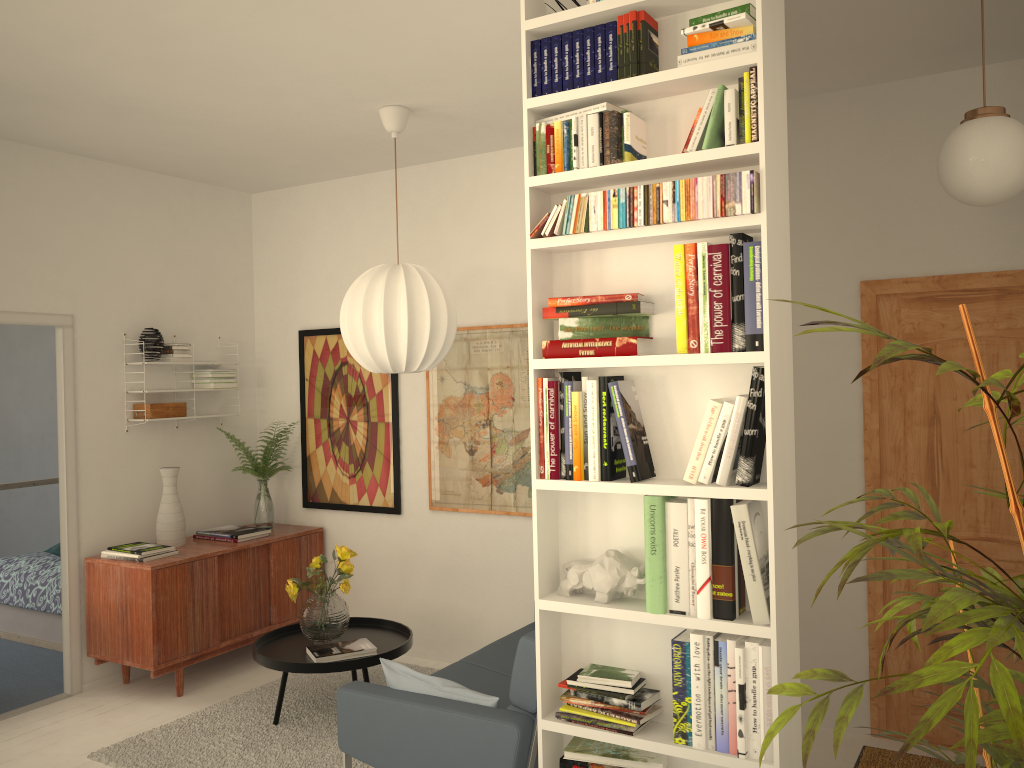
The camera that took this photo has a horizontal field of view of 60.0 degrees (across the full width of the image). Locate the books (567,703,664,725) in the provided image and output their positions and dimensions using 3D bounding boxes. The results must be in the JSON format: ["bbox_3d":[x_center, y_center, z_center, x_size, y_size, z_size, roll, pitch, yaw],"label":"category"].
[{"bbox_3d":[0.324,0.948,2.640,0.255,0.014,0.197,-1,1,40],"label":"books"}]

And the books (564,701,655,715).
[{"bbox_3d":[0.297,0.938,2.634,0.250,0.008,0.135,-1,0,27],"label":"books"}]

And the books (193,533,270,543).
[{"bbox_3d":[-1.673,0.903,5.292,0.371,0.022,0.259,-1,0,30],"label":"books"}]

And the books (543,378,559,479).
[{"bbox_3d":[0.154,0.131,2.720,0.015,0.301,0.207,-1,0,30],"label":"books"}]

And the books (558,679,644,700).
[{"bbox_3d":[0.276,0.891,2.641,0.221,0.010,0.169,-1,1,33],"label":"books"}]

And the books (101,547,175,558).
[{"bbox_3d":[-2.007,0.898,4.772,0.296,0.015,0.240,-1,0,30],"label":"books"}]

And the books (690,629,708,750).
[{"bbox_3d":[0.561,0.830,2.499,0.037,0.312,0.241,-1,0,30],"label":"books"}]

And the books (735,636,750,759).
[{"bbox_3d":[0.652,0.839,2.422,0.022,0.291,0.208,-1,0,30],"label":"books"}]

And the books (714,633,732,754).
[{"bbox_3d":[0.597,0.837,2.434,0.035,0.304,0.150,-1,0,30],"label":"books"}]

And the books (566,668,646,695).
[{"bbox_3d":[0.292,0.877,2.642,0.212,0.017,0.165,-1,0,28],"label":"books"}]

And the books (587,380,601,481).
[{"bbox_3d":[0.278,0.133,2.632,0.032,0.291,0.189,-1,0,30],"label":"books"}]

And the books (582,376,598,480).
[{"bbox_3d":[0.263,0.129,2.657,0.020,0.304,0.193,-1,0,30],"label":"books"}]

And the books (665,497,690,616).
[{"bbox_3d":[0.502,0.479,2.515,0.065,0.311,0.200,-1,0,30],"label":"books"}]

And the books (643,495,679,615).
[{"bbox_3d":[0.448,0.470,2.543,0.056,0.328,0.228,-1,0,30],"label":"books"}]

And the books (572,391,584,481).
[{"bbox_3d":[0.235,0.151,2.654,0.024,0.260,0.199,-1,0,30],"label":"books"}]

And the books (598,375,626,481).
[{"bbox_3d":[0.303,0.126,2.608,0.033,0.306,0.150,-1,0,30],"label":"books"}]

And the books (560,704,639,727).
[{"bbox_3d":[0.290,0.961,2.630,0.248,0.009,0.171,-1,1,33],"label":"books"}]

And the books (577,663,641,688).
[{"bbox_3d":[0.290,0.859,2.618,0.166,0.019,0.127,-1,0,24],"label":"books"}]

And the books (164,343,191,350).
[{"bbox_3d":[-1.989,-0.216,5.197,0.178,0.036,0.145,-1,0,24],"label":"books"}]

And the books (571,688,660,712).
[{"bbox_3d":[0.317,0.909,2.626,0.235,0.025,0.163,-1,1,37],"label":"books"}]

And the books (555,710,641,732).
[{"bbox_3d":[0.276,0.974,2.629,0.246,0.014,0.173,-1,0,29],"label":"books"}]

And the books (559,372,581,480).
[{"bbox_3d":[0.194,0.122,2.688,0.021,0.317,0.179,-1,0,30],"label":"books"}]

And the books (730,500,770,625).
[{"bbox_3d":[0.680,0.470,2.418,0.099,0.316,0.229,-1,0,30],"label":"books"}]

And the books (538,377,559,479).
[{"bbox_3d":[0.141,0.130,2.734,0.021,0.301,0.222,-1,0,30],"label":"books"}]

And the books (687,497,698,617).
[{"bbox_3d":[0.549,0.470,2.509,0.023,0.321,0.235,-1,0,30],"label":"books"}]

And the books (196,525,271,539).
[{"bbox_3d":[-1.659,0.882,5.291,0.368,0.020,0.255,-1,1,33],"label":"books"}]

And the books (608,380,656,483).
[{"bbox_3d":[0.364,0.133,2.586,0.093,0.288,0.200,-1,0,30],"label":"books"}]

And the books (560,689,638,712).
[{"bbox_3d":[0.274,0.928,2.627,0.238,0.012,0.120,-1,0,25],"label":"books"}]

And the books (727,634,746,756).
[{"bbox_3d":[0.639,0.832,2.446,0.025,0.305,0.213,-1,0,30],"label":"books"}]

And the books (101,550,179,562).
[{"bbox_3d":[-1.999,0.915,4.768,0.320,0.020,0.237,-1,0,27],"label":"books"}]

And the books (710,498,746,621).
[{"bbox_3d":[0.609,0.466,2.452,0.056,0.327,0.202,-1,0,30],"label":"books"}]

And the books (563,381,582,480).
[{"bbox_3d":[0.215,0.135,2.674,0.030,0.289,0.200,-1,0,30],"label":"books"}]

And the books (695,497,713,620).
[{"bbox_3d":[0.570,0.468,2.481,0.037,0.324,0.240,-1,0,30],"label":"books"}]

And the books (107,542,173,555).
[{"bbox_3d":[-1.998,0.883,4.767,0.311,0.015,0.192,-1,1,34],"label":"books"}]

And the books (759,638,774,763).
[{"bbox_3d":[0.720,0.831,2.405,0.039,0.303,0.229,-1,0,30],"label":"books"}]

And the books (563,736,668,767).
[{"bbox_3d":[0.319,1.091,2.642,0.297,0.024,0.162,-1,0,21],"label":"books"}]

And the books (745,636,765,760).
[{"bbox_3d":[0.673,0.831,2.397,0.037,0.308,0.161,-1,0,30],"label":"books"}]

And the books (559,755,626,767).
[{"bbox_3d":[0.309,1.128,2.632,0.285,0.047,0.185,-1,0,30],"label":"books"}]

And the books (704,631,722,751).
[{"bbox_3d":[0.590,0.830,2.484,0.027,0.311,0.228,-1,0,30],"label":"books"}]

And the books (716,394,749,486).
[{"bbox_3d":[0.631,0.150,2.440,0.092,0.244,0.196,-1,0,30],"label":"books"}]

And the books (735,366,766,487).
[{"bbox_3d":[0.671,0.111,2.407,0.092,0.319,0.179,-1,0,30],"label":"books"}]

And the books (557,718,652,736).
[{"bbox_3d":[0.283,0.986,2.628,0.247,0.009,0.170,-1,1,33],"label":"books"}]

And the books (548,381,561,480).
[{"bbox_3d":[0.172,0.135,2.701,0.032,0.291,0.203,-1,0,30],"label":"books"}]

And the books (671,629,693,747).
[{"bbox_3d":[0.515,0.845,2.513,0.057,0.284,0.200,-1,0,30],"label":"books"}]
